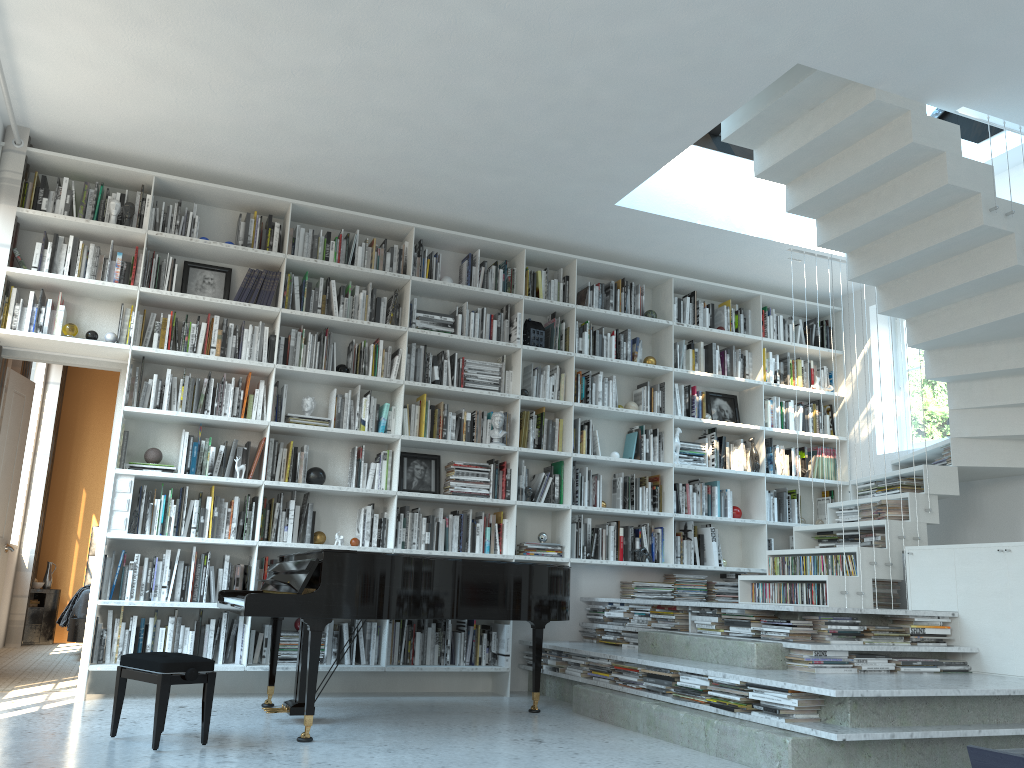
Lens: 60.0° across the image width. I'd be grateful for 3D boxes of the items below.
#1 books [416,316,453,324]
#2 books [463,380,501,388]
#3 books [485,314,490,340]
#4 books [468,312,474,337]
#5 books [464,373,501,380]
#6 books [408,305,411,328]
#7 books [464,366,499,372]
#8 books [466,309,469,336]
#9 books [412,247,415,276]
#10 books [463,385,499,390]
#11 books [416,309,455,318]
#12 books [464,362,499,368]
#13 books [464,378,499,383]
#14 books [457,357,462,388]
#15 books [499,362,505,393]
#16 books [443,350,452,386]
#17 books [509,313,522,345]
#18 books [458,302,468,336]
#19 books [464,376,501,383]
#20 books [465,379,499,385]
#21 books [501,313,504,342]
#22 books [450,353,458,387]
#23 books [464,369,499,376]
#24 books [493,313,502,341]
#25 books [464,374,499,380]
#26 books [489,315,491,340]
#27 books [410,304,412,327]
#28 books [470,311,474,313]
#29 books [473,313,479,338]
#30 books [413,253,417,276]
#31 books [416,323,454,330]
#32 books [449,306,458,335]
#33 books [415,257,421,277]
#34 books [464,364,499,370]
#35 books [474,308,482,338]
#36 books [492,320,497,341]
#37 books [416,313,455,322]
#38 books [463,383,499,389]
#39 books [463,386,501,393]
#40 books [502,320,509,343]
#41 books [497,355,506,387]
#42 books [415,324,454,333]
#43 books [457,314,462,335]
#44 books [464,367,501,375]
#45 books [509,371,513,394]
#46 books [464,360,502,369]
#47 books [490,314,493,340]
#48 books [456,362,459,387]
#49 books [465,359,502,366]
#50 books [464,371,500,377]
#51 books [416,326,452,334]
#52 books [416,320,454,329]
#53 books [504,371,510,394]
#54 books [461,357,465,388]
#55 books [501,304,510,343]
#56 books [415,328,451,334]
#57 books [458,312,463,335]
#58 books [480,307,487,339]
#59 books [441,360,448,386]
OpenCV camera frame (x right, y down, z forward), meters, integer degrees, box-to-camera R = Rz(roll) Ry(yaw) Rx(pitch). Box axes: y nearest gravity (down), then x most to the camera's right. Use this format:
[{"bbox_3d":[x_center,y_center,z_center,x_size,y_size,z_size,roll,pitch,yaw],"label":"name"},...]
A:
[{"bbox_3d":[-0.566,-0.428,6.270,0.254,0.025,0.161,9,-15,-26],"label":"books"},{"bbox_3d":[-0.240,0.015,6.321,0.285,0.012,0.160,8,-15,-25],"label":"books"},{"bbox_3d":[-0.208,-0.375,6.398,0.023,0.222,0.191,7,-14,-22],"label":"books"},{"bbox_3d":[-0.319,-0.384,6.360,0.027,0.216,0.190,7,-14,-22],"label":"books"},{"bbox_3d":[-0.238,-0.044,6.334,0.285,0.012,0.160,7,-14,-19],"label":"books"},{"bbox_3d":[-0.745,-0.435,6.181,0.027,0.201,0.168,7,-14,-22],"label":"books"},{"bbox_3d":[-0.235,-0.092,6.341,0.254,0.012,0.161,6,-14,-17],"label":"books"},{"bbox_3d":[-0.351,-0.399,6.351,0.021,0.237,0.172,7,-14,-22],"label":"books"},{"bbox_3d":[-0.731,-0.817,6.267,0.026,0.252,0.186,7,-14,-22],"label":"books"},{"bbox_3d":[-0.244,0.040,6.322,0.254,0.012,0.161,8,-14,-22],"label":"books"},{"bbox_3d":[-0.568,-0.474,6.289,0.285,0.024,0.160,8,-14,-22],"label":"books"},{"bbox_3d":[-0.238,-0.115,6.356,0.254,0.012,0.161,8,-14,-22],"label":"books"},{"bbox_3d":[-0.240,-0.008,6.328,0.254,0.012,0.161,8,-14,-24],"label":"books"},{"bbox_3d":[-0.393,-0.049,6.260,0.015,0.244,0.183,7,-14,-22],"label":"books"},{"bbox_3d":[-0.090,-0.015,6.379,0.012,0.253,0.161,7,-14,-22],"label":"books"},{"bbox_3d":[-0.466,-0.080,6.243,0.049,0.290,0.162,7,-14,-22],"label":"books"},{"bbox_3d":[0.000,-0.367,6.428,0.037,0.236,0.273,7,-14,-22],"label":"books"},{"bbox_3d":[-0.359,-0.426,6.336,0.011,0.283,0.190,7,-14,-22],"label":"books"},{"bbox_3d":[-0.241,-0.019,6.333,0.285,0.012,0.160,7,-14,-21],"label":"books"},{"bbox_3d":[-0.241,0.003,6.326,0.254,0.012,0.161,7,-14,-20],"label":"books"},{"bbox_3d":[-0.104,-0.375,6.462,0.029,0.261,0.133,7,-14,-22],"label":"books"},{"bbox_3d":[-0.428,-0.068,6.241,0.021,0.268,0.192,7,-14,-22],"label":"books"},{"bbox_3d":[-0.238,-0.067,6.341,0.254,0.012,0.161,7,-14,-20],"label":"books"},{"bbox_3d":[-0.126,-0.376,6.435,0.032,0.247,0.173,7,-14,-22],"label":"books"},{"bbox_3d":[-0.240,-0.031,6.335,0.254,0.012,0.161,7,-14,-21],"label":"books"},{"bbox_3d":[-0.187,-0.372,6.420,0.010,0.230,0.152,7,-14,-22],"label":"books"},{"bbox_3d":[-0.732,-0.438,6.202,0.013,0.218,0.141,7,-14,-22],"label":"books"},{"bbox_3d":[-0.305,-0.393,6.381,0.012,0.244,0.131,7,-14,-22],"label":"books"},{"bbox_3d":[-0.284,-0.380,6.377,0.028,0.218,0.184,7,-14,-22],"label":"books"},{"bbox_3d":[-0.717,-0.799,6.290,0.023,0.227,0.157,7,-14,-22],"label":"books"},{"bbox_3d":[-0.571,-0.387,6.264,0.285,0.012,0.160,8,-14,-24],"label":"books"},{"bbox_3d":[-0.422,-0.416,6.325,0.012,0.253,0.161,7,-14,-22],"label":"books"},{"bbox_3d":[-0.690,-0.782,6.284,0.026,0.194,0.166,7,-14,-22],"label":"books"},{"bbox_3d":[-0.237,-0.104,6.349,0.254,0.012,0.161,7,-14,-20],"label":"books"},{"bbox_3d":[-0.264,-0.399,6.412,0.029,0.273,0.140,7,-14,-22],"label":"books"},{"bbox_3d":[-0.155,-0.350,6.418,0.029,0.188,0.176,7,-14,-22],"label":"books"},{"bbox_3d":[-0.567,-0.451,6.279,0.285,0.024,0.160,7,-14,-20],"label":"books"},{"bbox_3d":[-0.242,0.027,6.322,0.254,0.012,0.161,8,-14,-23],"label":"books"},{"bbox_3d":[-0.243,0.051,6.317,0.285,0.012,0.160,7,-14,-21],"label":"books"},{"bbox_3d":[-0.073,-0.346,6.454,0.029,0.202,0.192,7,-14,-22],"label":"books"},{"bbox_3d":[-0.083,-0.041,6.404,0.012,0.318,0.140,7,-14,-22],"label":"books"},{"bbox_3d":[-0.570,-0.375,6.259,0.285,0.012,0.160,8,-15,-25],"label":"books"},{"bbox_3d":[-0.404,-0.382,6.321,0.025,0.187,0.193,7,-14,-22],"label":"books"},{"bbox_3d":[-0.239,-0.079,6.346,0.285,0.012,0.160,8,-14,-23],"label":"books"},{"bbox_3d":[-0.040,0.021,6.413,0.030,0.204,0.158,7,-14,-22],"label":"books"},{"bbox_3d":[-0.233,-0.129,6.348,0.285,0.012,0.160,9,-15,-27],"label":"books"},{"bbox_3d":[-0.174,-0.372,6.419,0.012,0.230,0.158,7,-14,-22],"label":"books"},{"bbox_3d":[-0.414,-0.036,6.258,0.024,0.215,0.132,7,-14,-22],"label":"books"},{"bbox_3d":[-0.236,-0.140,6.357,0.285,0.012,0.160,7,-14,-20],"label":"books"},{"bbox_3d":[-0.238,-0.056,6.337,0.254,0.012,0.161,8,-15,-25],"label":"books"},{"bbox_3d":[-0.571,-0.364,6.257,0.254,0.012,0.161,8,-15,-25],"label":"books"},{"bbox_3d":[-0.566,-0.405,6.262,0.285,0.024,0.160,6,-14,-17],"label":"books"},{"bbox_3d":[-0.065,0.019,6.397,0.030,0.198,0.172,7,-14,-22],"label":"books"},{"bbox_3d":[-0.375,-0.051,6.254,0.013,0.246,0.177,7,-14,-22],"label":"books"},{"bbox_3d":[-0.055,-0.406,6.484,0.012,0.333,0.156,7,-14,-22],"label":"books"},{"bbox_3d":[-0.569,-0.352,6.250,0.254,0.012,0.161,6,-14,-17],"label":"books"},{"bbox_3d":[-0.392,-0.391,6.360,0.024,0.223,0.129,7,-14,-22],"label":"books"},{"bbox_3d":[-0.232,-0.398,6.402,0.023,0.269,0.185,7,-14,-22],"label":"books"},{"bbox_3d":[-0.491,-0.048,6.222,0.024,0.216,0.148,7,-14,-22],"label":"books"}]
